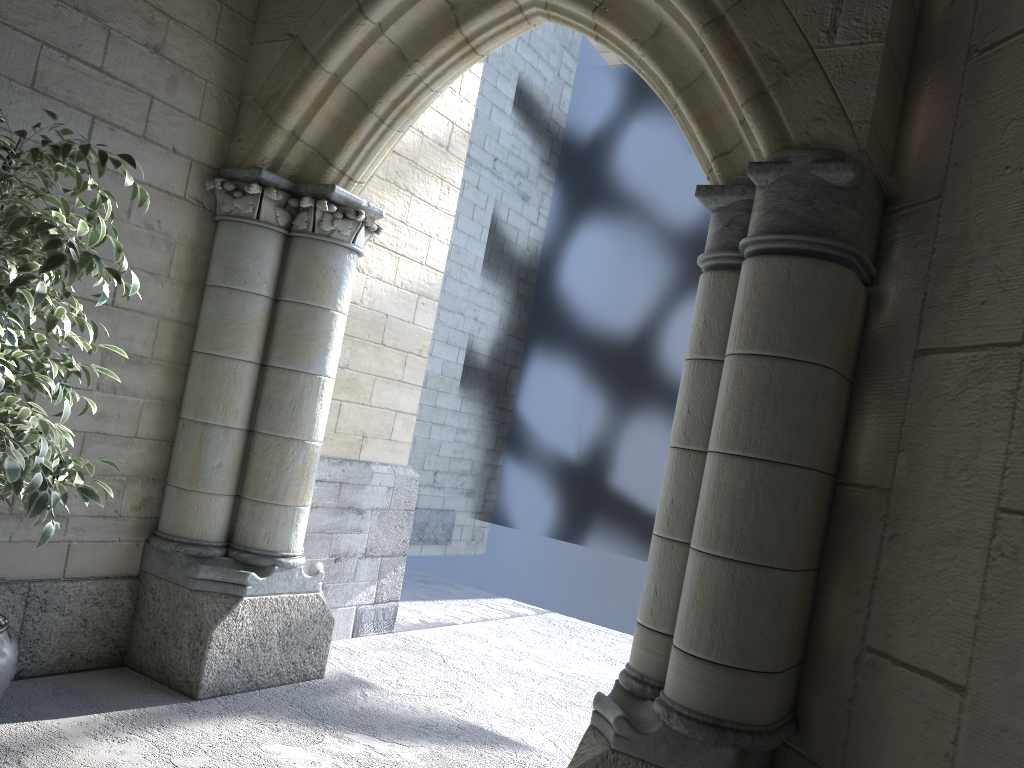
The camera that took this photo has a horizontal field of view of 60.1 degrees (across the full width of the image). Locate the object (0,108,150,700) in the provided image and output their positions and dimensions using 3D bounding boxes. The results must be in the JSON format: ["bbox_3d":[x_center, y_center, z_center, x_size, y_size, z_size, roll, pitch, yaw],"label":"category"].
[{"bbox_3d":[-1.335,0.071,2.091,0.784,1.616,0.754,10,-2,28],"label":"object"}]
